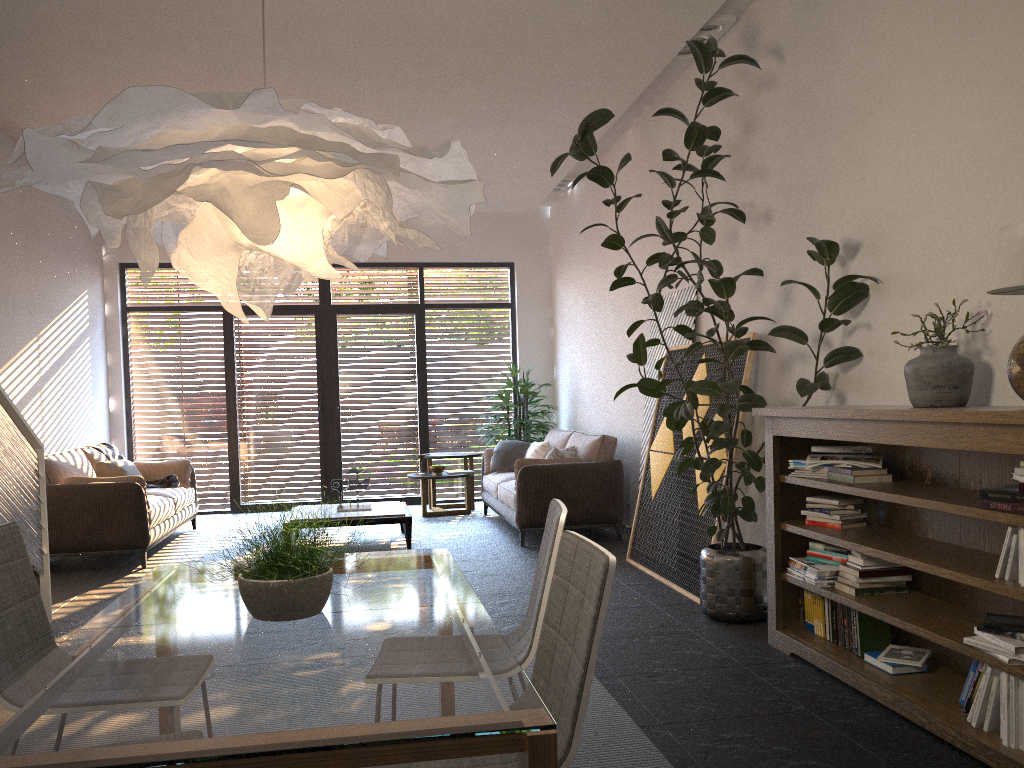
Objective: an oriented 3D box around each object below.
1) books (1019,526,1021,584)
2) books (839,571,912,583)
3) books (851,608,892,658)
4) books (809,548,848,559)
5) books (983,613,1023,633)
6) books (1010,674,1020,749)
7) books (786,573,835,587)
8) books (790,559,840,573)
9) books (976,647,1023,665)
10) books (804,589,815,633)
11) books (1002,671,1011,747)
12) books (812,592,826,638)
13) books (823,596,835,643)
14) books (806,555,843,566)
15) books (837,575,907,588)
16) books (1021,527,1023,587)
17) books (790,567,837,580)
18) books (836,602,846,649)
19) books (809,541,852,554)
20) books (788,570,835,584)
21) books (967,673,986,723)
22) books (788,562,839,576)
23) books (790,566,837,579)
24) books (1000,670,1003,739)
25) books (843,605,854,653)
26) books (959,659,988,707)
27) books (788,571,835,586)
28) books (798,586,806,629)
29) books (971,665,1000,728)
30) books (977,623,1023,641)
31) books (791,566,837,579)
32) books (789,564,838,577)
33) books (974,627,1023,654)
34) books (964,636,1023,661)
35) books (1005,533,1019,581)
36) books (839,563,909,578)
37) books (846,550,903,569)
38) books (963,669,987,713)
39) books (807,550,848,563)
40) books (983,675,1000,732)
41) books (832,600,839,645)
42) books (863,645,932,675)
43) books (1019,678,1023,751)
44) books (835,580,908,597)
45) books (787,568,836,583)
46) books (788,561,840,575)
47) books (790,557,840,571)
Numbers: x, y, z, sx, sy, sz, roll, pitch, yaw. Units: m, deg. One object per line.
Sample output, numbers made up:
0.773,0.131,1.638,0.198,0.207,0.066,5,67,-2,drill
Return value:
1.683,0.540,2.826,0.136,0.189,0.018,-2,2,-10,books
1.576,0.830,3.848,0.243,0.024,0.175,-2,-1,-3,books
1.571,1.060,3.871,0.167,0.242,0.104,-2,2,-10,books
1.535,0.770,4.086,0.192,0.014,0.255,-1,-1,-22,books
1.667,0.783,2.888,0.221,0.023,0.147,-2,-1,31,books
1.680,1.039,2.837,0.174,0.244,0.019,-2,2,-10,books
1.445,0.902,4.104,0.218,0.008,0.304,-1,-1,-10,books
1.451,0.836,4.095,0.218,0.008,0.304,-2,-1,-5,books
1.633,0.872,2.881,0.155,0.020,0.205,-2,-1,0,books
1.512,1.073,4.279,0.171,0.235,0.100,-2,2,-10,books
1.667,1.040,2.857,0.175,0.244,0.024,-2,2,-10,books
1.526,1.070,4.198,0.171,0.236,0.107,-2,2,-10,books
1.536,1.067,4.110,0.167,0.241,0.099,-2,2,-10,books
1.518,0.813,4.090,0.175,0.023,0.249,-1,-1,-29,books
1.566,0.854,3.859,0.227,0.024,0.166,-1,-1,-12,books
1.666,0.540,2.785,0.136,0.189,0.018,-2,2,-10,books
1.449,0.874,4.104,0.218,0.008,0.288,-2,-1,-4,books
1.560,1.072,4.003,0.171,0.225,0.083,-2,2,-10,books
1.535,0.749,4.086,0.193,0.028,0.245,-1,-1,-30,books
1.445,0.888,4.103,0.218,0.008,0.304,-2,-1,-5,books
1.651,1.066,3.018,0.155,0.194,0.104,-2,2,-10,books
1.445,0.851,4.095,0.218,0.008,0.304,-2,-1,-6,books
1.450,0.869,4.104,0.218,0.008,0.288,-2,-1,-4,books
1.690,1.040,2.910,0.175,0.244,0.024,-2,2,-10,books
1.570,1.062,3.943,0.171,0.241,0.084,-2,2,-10,books
1.709,1.051,3.147,0.171,0.228,0.164,-2,1,-10,books
1.444,0.895,4.105,0.218,0.007,0.304,-2,-1,-5,books
1.500,1.069,4.346,0.171,0.241,0.084,-2,2,-10,books
1.656,1.045,2.978,0.174,0.235,0.100,-2,2,-10,books
1.663,0.806,2.894,0.155,0.022,0.205,-1,-1,-30,books
1.451,0.863,4.095,0.218,0.006,0.304,-2,-1,-5,books
1.447,0.858,4.098,0.218,0.008,0.288,-2,-1,-6,books
1.653,0.830,2.879,0.175,0.024,0.243,-2,-1,0,books
1.633,0.852,2.875,0.174,0.019,0.243,-1,-1,-20,books
1.662,0.557,2.860,0.120,0.158,0.056,-2,2,-10,books
1.566,0.804,3.841,0.225,0.029,0.179,-2,-1,-7,books
1.581,0.755,3.848,0.216,0.069,0.158,-2,0,0,books
1.675,1.075,3.072,0.146,0.183,0.147,-2,1,-7,books
1.517,0.790,4.089,0.175,0.023,0.249,-1,-1,-24,books
1.662,1.061,2.954,0.155,0.203,0.072,-2,2,-10,books
1.551,1.065,4.054,0.171,0.241,0.055,-2,2,-10,books
1.596,1.148,3.688,0.258,0.050,0.270,-2,-1,35,books
1.700,1.038,2.821,0.174,0.244,0.019,-2,2,-10,books
1.560,0.883,3.852,0.243,0.034,0.179,-2,-1,-8,books
1.443,0.880,4.104,0.218,0.013,0.304,-2,-1,-5,books
1.447,0.844,4.095,0.218,0.008,0.304,-2,-1,-6,books
1.450,0.827,4.093,0.218,0.013,0.304,-2,-1,-5,books
